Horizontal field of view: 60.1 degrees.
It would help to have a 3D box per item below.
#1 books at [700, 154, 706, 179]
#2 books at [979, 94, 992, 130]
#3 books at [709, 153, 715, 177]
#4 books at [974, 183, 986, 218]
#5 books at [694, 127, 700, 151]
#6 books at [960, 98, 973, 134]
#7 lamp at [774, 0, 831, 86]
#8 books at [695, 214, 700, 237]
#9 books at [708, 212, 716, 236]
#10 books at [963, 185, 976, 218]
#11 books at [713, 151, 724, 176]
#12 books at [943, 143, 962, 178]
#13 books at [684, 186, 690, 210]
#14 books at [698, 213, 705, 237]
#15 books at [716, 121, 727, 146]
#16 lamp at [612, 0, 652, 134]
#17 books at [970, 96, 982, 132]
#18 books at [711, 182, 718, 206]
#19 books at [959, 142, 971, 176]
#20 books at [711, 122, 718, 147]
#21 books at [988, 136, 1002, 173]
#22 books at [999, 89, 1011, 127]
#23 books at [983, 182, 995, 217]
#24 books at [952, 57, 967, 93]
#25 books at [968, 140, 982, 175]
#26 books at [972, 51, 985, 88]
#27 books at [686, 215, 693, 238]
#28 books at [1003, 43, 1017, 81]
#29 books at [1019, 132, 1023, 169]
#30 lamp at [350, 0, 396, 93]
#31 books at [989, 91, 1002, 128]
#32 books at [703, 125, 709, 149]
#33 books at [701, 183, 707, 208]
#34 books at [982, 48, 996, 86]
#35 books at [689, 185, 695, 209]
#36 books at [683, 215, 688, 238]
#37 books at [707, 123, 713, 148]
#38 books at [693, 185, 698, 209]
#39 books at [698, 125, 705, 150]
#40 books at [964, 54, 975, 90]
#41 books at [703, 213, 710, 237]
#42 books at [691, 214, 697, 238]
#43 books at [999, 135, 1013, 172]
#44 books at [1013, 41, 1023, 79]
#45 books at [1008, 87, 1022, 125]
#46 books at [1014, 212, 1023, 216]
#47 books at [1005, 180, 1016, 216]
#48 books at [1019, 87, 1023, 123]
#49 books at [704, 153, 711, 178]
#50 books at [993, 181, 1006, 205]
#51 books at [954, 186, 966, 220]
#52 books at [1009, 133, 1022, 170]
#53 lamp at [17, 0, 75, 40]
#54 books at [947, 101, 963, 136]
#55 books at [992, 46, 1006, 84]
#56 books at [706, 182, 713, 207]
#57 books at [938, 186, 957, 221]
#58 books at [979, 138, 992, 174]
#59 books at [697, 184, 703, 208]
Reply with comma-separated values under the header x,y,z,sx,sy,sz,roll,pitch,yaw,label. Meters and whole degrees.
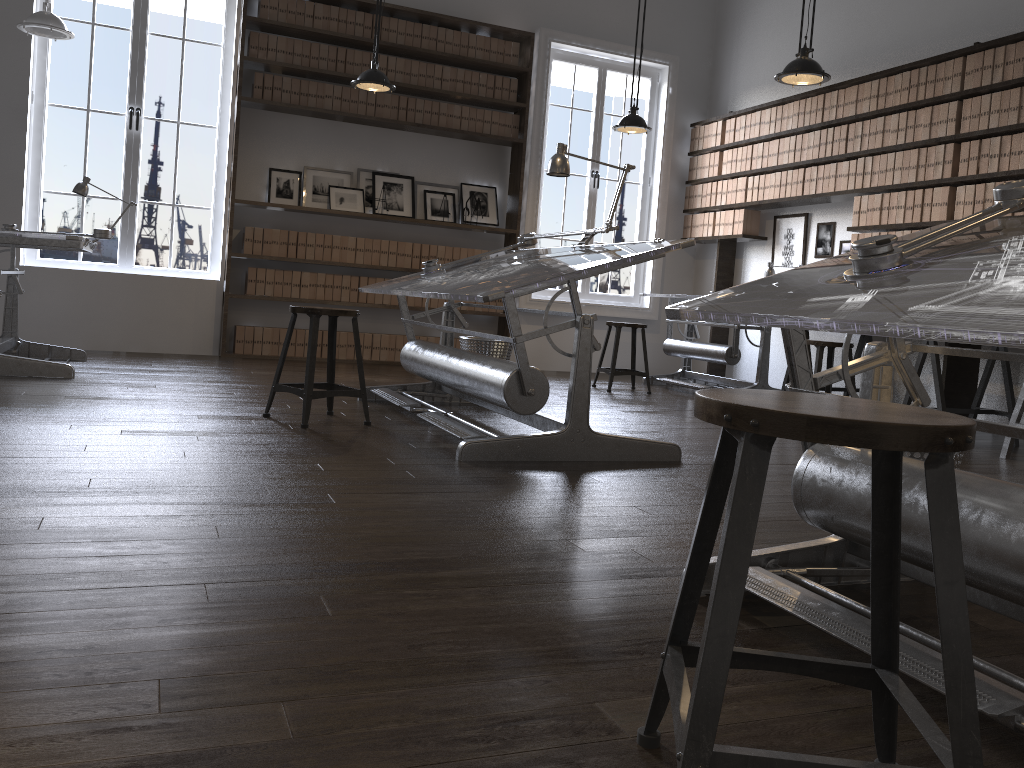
x,y,z,sx,sy,sz,roll,pitch,yaw,label
1.863,-2.025,8.296,0.174,0.225,0.067,3,3,-23,books
3.000,-1.673,5.504,0.174,0.225,0.067,3,3,-22,books
1.915,-2.009,8.172,0.174,0.225,0.067,3,3,-23,books
2.966,-1.121,5.504,0.174,0.225,0.067,3,3,-22,books
1.826,-2.317,8.415,0.174,0.225,0.067,3,3,-23,books
2.953,-1.689,5.636,0.174,0.225,0.067,3,3,-23,books
1.761,-2.876,5.067,0.312,2.248,0.312,2,3,-43,lamp
1.819,-1.477,8.322,0.174,0.225,0.067,3,3,-23,books
1.896,-1.454,8.130,0.174,0.225,0.067,3,3,-23,books
2.938,-1.130,5.571,0.174,0.225,0.067,3,3,-23,books
1.942,-2.001,8.107,0.174,0.225,0.067,3,3,-23,books
2.893,-1.434,5.741,0.174,0.225,0.067,3,3,-22,books
1.753,-1.778,8.513,0.174,0.225,0.067,3,3,-23,books
1.838,-1.470,8.262,0.174,0.225,0.067,3,3,-22,books
1.963,-2.276,8.088,0.174,0.225,0.067,3,3,-22,books
1.022,-3.099,6.864,0.312,2.248,0.312,2,3,-43,lamp
2.978,-1.681,5.571,0.174,0.225,0.067,3,3,-23,books
1.921,-1.729,8.118,0.174,0.225,0.067,3,3,-23,books
2.938,-1.413,5.631,0.174,0.225,0.067,3,3,-23,books
1.934,-2.284,8.154,0.174,0.225,0.067,3,3,-23,books
3.017,-1.388,5.426,0.174,0.225,0.067,3,3,-23,books
3.055,-1.657,5.380,0.174,0.225,0.067,3,3,-23,books
2.994,-1.114,5.448,0.174,0.225,0.067,3,3,-23,books
2.933,-1.975,5.707,0.174,0.225,0.067,3,3,-22,books
2.961,-1.405,5.560,0.174,0.225,0.067,3,3,-22,books
2.990,-1.958,5.566,0.174,0.225,0.067,3,3,-22,books
1.763,-1.494,8.450,0.174,0.225,0.067,3,3,-23,books
3.078,-1.933,5.371,0.174,0.225,0.067,3,3,-22,books
3.094,-1.364,5.232,0.174,0.225,0.067,3,3,-23,books
-0.875,-3.172,6.085,0.312,2.248,0.312,2,3,-43,lamp
3.030,-1.664,5.438,0.174,0.225,0.067,3,3,-23,books
1.886,-2.300,8.286,0.174,0.225,0.067,3,3,-22,books
1.865,-1.746,8.256,0.174,0.225,0.067,3,3,-23,books
3.017,-1.949,5.499,0.174,0.225,0.067,3,3,-23,books
1.784,-1.770,8.453,0.174,0.225,0.067,3,3,-22,books
1.740,-1.502,8.521,0.174,0.225,0.067,3,3,-22,books
1.911,-2.292,8.221,0.174,0.225,0.067,3,3,-22,books
1.811,-1.762,8.387,0.174,0.225,0.067,3,3,-22,books
1.856,-2.308,8.349,0.174,0.225,0.067,3,3,-23,books
2.970,-1.965,5.626,0.174,0.225,0.067,3,3,-23,books
1.866,-1.462,8.195,0.174,0.225,0.067,3,3,-23,books
1.796,-1.485,8.384,0.174,0.225,0.067,3,3,-22,books
3.047,-1.380,5.362,0.174,0.225,0.067,3,3,-22,books
3.102,-1.925,5.305,0.174,0.225,0.067,3,3,-22,books
3.076,-1.650,5.317,0.174,0.225,0.067,3,3,-22,books
3.077,-1.089,5.250,0.174,0.225,0.067,3,3,-22,books
3.043,-1.098,5.317,0.174,0.225,0.067,3,3,-23,books
3.107,-1.642,5.257,0.174,0.225,0.067,3,3,-23,books
1.884,-2.017,8.232,0.174,0.225,0.067,3,3,-22,books
3.021,-1.106,5.388,0.174,0.225,0.067,3,3,-22,books
2.914,-1.138,5.639,0.174,0.225,0.067,3,3,-23,books
3.074,-1.372,5.296,0.174,0.225,0.067,3,3,-22,books
-2.734,-3.243,5.312,0.312,2.248,0.312,2,3,-43,lamp
2.910,-1.700,5.725,0.174,0.225,0.067,3,3,-23,books
3.048,-1.941,5.434,0.174,0.225,0.067,3,3,-23,books
1.888,-1.738,8.185,0.174,0.225,0.067,3,3,-22,books
2.867,-1.158,5.747,0.174,0.225,0.067,3,3,-23,books
2.994,-1.396,5.493,0.174,0.225,0.067,3,3,-23,books
1.834,-1.754,8.320,0.174,0.225,0.067,3,3,-23,books
